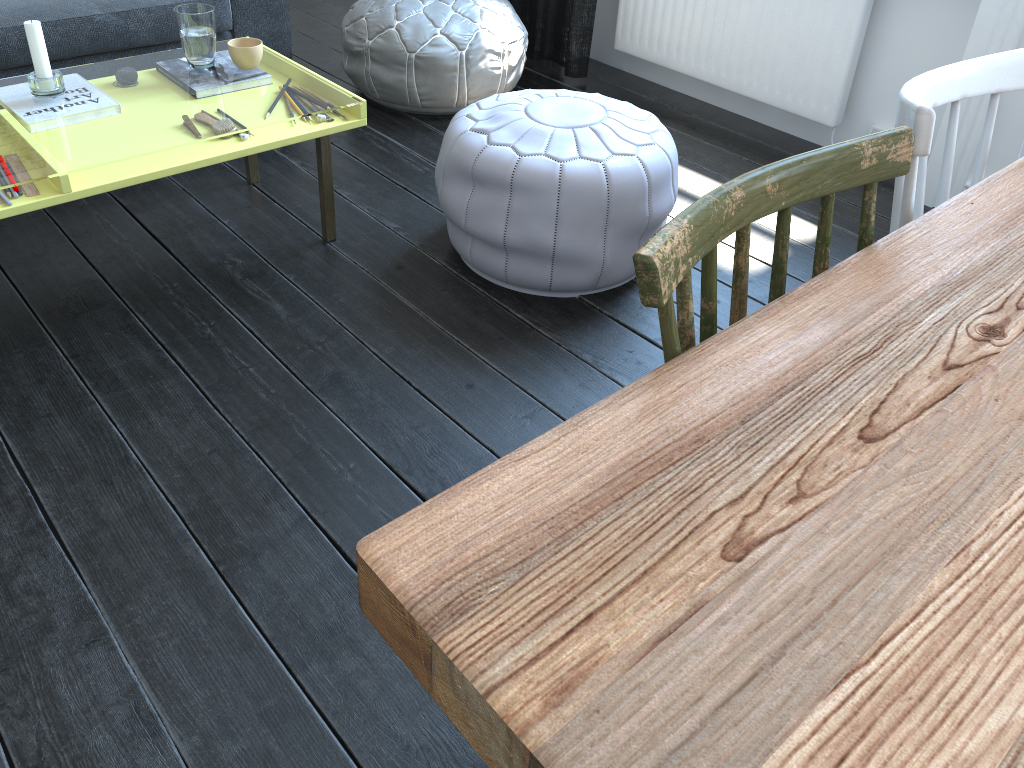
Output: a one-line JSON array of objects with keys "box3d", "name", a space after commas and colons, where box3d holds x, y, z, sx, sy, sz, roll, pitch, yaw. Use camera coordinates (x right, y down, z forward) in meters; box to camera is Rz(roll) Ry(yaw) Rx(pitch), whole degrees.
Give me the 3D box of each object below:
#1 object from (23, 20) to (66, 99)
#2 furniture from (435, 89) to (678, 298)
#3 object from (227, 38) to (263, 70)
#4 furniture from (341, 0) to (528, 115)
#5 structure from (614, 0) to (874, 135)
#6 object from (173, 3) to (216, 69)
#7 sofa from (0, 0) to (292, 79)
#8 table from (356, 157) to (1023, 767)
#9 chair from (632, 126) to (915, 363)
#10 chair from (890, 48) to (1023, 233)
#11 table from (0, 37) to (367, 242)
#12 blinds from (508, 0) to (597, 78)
[{"box3d": [-1.078, -0.746, 2.012, 0.074, 0.164, 0.079, -1, 35, -7], "name": "object"}, {"box3d": [0.120, -0.515, 2.284, 0.631, 0.397, 0.627, 30, 44, 32], "name": "furniture"}, {"box3d": [-0.681, -0.843, 2.258, 0.087, 0.063, 0.091, -6, 37, -12], "name": "object"}, {"box3d": [-0.287, -1.264, 3.243, 0.695, 0.362, 0.702, -26, 45, -34], "name": "furniture"}, {"box3d": [0.783, -1.314, 3.072, 0.075, 0.595, 1.100, -23, 44, -34], "name": "structure"}, {"box3d": [-0.797, -0.879, 2.234, 0.098, 0.138, 0.103, 8, 35, 6], "name": "object"}, {"box3d": [-2.018, -1.219, 2.767, 2.429, 0.686, 1.119, -27, 46, -34], "name": "sofa"}, {"box3d": [1.045, 0.209, 1.103, 2.280, 0.679, 1.051, -27, 46, -34], "name": "table"}, {"box3d": [0.374, 0.217, 0.952, 0.479, 0.783, 0.501, -26, 44, -35], "name": "chair"}, {"box3d": [0.711, 0.006, 1.250, 0.477, 0.797, 0.526, -25, 44, -34], "name": "chair"}, {"box3d": [-1.084, -0.407, 2.009, 1.434, 0.379, 0.619, -27, 46, -34], "name": "table"}, {"box3d": [0.094, -2.561, 2.930, 0.115, 2.814, 0.830, -24, 43, -35], "name": "blinds"}]
